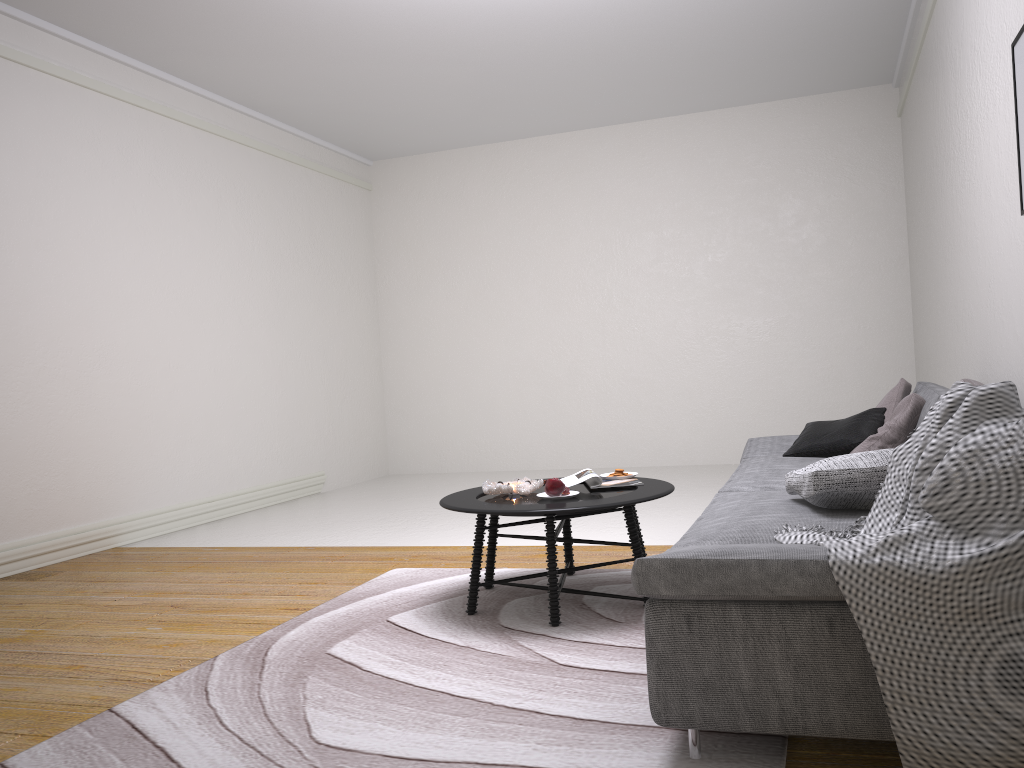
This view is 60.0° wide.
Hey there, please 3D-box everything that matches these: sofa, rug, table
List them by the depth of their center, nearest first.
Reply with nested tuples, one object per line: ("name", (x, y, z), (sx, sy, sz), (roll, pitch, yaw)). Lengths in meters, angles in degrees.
("rug", (-0.287, 0.910, 2.327), (1.928, 0.008, 3.750), (-4, 1, 19))
("sofa", (1.289, 0.437, 3.250), (1.089, 0.772, 3.093), (-4, 1, 19))
("table", (0.195, 0.657, 3.578), (0.934, 0.449, 0.954), (-4, 1, 16))

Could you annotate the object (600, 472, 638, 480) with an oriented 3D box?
("object", (0.466, 0.401, 3.855), (0.167, 0.015, 0.168), (-4, 1, 1))

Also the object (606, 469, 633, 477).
("object", (0.466, 0.388, 3.856), (0.121, 0.036, 0.118), (-4, 1, -20))

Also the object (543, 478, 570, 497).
("object", (0.170, 0.401, 3.442), (0.090, 0.082, 0.108), (-4, 1, -36))

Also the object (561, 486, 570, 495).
("object", (0.209, 0.420, 3.499), (0.035, 0.036, 0.045), (-3, 1, 28))

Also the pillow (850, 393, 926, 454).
("pillow", (1.655, 0.196, 3.915), (0.334, 0.318, 0.427), (-4, 1, 19))

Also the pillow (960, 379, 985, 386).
("pillow", (1.101, 0.189, 2.223), (0.239, 0.390, 0.431), (-4, 1, 20))

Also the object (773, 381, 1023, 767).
("object", (0.940, 0.439, 2.007), (0.626, 0.866, 0.874), (-4, 1, -15))

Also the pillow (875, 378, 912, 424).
("pillow", (1.789, 0.202, 4.335), (0.345, 0.448, 0.488), (-3, 1, 40))

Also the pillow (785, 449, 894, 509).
("pillow", (1.073, 0.294, 2.730), (0.404, 0.194, 0.406), (-4, 1, 5))

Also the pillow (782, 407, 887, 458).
("pillow", (1.522, 0.259, 4.157), (0.413, 0.268, 0.409), (-3, 1, 39))

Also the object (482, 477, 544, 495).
("object", (0.006, 0.422, 3.644), (0.249, 0.062, 0.258), (-3, 1, 26))

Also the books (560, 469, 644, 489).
("books", (0.346, 0.397, 3.742), (0.373, 0.048, 0.304), (-4, 1, -3))

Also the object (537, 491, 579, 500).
("object", (0.180, 0.435, 3.452), (0.170, 0.015, 0.165), (-4, 1, -26))
